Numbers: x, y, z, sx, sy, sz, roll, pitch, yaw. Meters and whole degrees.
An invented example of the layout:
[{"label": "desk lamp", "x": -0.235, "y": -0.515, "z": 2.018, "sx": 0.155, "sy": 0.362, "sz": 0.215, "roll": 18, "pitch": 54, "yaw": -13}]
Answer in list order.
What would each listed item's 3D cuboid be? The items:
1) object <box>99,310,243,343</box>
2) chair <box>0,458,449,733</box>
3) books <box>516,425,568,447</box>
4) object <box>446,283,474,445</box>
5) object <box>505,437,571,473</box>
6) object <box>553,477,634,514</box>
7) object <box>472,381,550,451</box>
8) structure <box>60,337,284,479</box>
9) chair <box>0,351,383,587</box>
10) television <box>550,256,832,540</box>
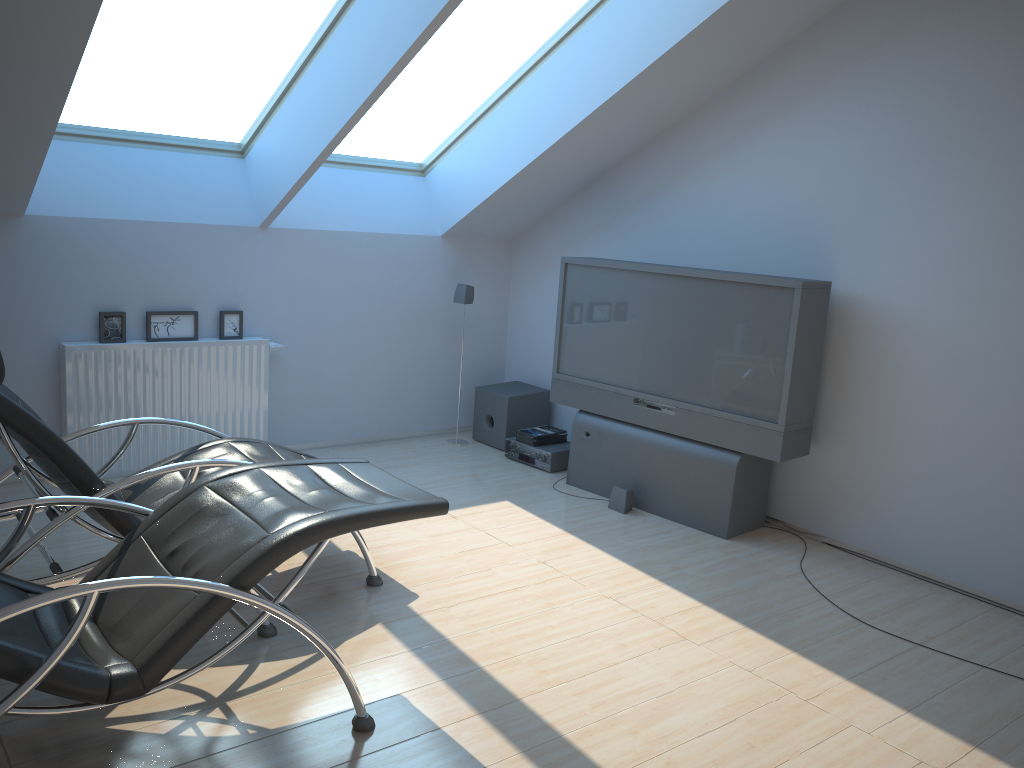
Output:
[{"label": "object", "x": -2.047, "y": -0.351, "z": 5.378, "sx": 0.846, "sy": 0.180, "sz": 0.030, "roll": -4, "pitch": 13, "yaw": -38}, {"label": "chair", "x": -1.236, "y": 0.618, "z": 2.649, "sx": 2.114, "sy": 0.953, "sz": 0.836, "roll": -4, "pitch": 13, "yaw": -38}, {"label": "books", "x": -0.171, "y": 0.809, "z": 4.046, "sx": 1.045, "sy": 0.222, "sz": 4.790, "roll": 7, "pitch": 11, "yaw": 18}, {"label": "object", "x": -0.371, "y": -0.142, "z": 6.496, "sx": 0.158, "sy": 1.181, "sz": 0.160, "roll": -4, "pitch": 13, "yaw": -38}, {"label": "object", "x": 0.228, "y": 0.476, "z": 6.208, "sx": 0.358, "sy": 0.138, "sz": 0.450, "roll": -6, "pitch": 14, "yaw": -43}, {"label": "object", "x": 0.447, "y": 0.584, "z": 5.733, "sx": 0.394, "sy": 0.141, "sz": 1.163, "roll": 2, "pitch": 11, "yaw": -10}, {"label": "object", "x": -0.009, "y": 0.230, "z": 6.651, "sx": 0.401, "sy": 0.424, "sz": 0.400, "roll": -4, "pitch": 13, "yaw": -38}, {"label": "structure", "x": -2.036, "y": 0.127, "z": 5.465, "sx": 1.324, "sy": 0.800, "sz": 0.120, "roll": -4, "pitch": 13, "yaw": -38}, {"label": "chair", "x": -1.432, "y": 0.263, "z": 3.682, "sx": 1.938, "sy": 1.251, "sz": 0.836, "roll": -4, "pitch": 13, "yaw": -38}, {"label": "television", "x": 0.957, "y": 0.029, "z": 5.319, "sx": 0.400, "sy": 1.446, "sz": 1.686, "roll": -6, "pitch": 14, "yaw": -43}]
